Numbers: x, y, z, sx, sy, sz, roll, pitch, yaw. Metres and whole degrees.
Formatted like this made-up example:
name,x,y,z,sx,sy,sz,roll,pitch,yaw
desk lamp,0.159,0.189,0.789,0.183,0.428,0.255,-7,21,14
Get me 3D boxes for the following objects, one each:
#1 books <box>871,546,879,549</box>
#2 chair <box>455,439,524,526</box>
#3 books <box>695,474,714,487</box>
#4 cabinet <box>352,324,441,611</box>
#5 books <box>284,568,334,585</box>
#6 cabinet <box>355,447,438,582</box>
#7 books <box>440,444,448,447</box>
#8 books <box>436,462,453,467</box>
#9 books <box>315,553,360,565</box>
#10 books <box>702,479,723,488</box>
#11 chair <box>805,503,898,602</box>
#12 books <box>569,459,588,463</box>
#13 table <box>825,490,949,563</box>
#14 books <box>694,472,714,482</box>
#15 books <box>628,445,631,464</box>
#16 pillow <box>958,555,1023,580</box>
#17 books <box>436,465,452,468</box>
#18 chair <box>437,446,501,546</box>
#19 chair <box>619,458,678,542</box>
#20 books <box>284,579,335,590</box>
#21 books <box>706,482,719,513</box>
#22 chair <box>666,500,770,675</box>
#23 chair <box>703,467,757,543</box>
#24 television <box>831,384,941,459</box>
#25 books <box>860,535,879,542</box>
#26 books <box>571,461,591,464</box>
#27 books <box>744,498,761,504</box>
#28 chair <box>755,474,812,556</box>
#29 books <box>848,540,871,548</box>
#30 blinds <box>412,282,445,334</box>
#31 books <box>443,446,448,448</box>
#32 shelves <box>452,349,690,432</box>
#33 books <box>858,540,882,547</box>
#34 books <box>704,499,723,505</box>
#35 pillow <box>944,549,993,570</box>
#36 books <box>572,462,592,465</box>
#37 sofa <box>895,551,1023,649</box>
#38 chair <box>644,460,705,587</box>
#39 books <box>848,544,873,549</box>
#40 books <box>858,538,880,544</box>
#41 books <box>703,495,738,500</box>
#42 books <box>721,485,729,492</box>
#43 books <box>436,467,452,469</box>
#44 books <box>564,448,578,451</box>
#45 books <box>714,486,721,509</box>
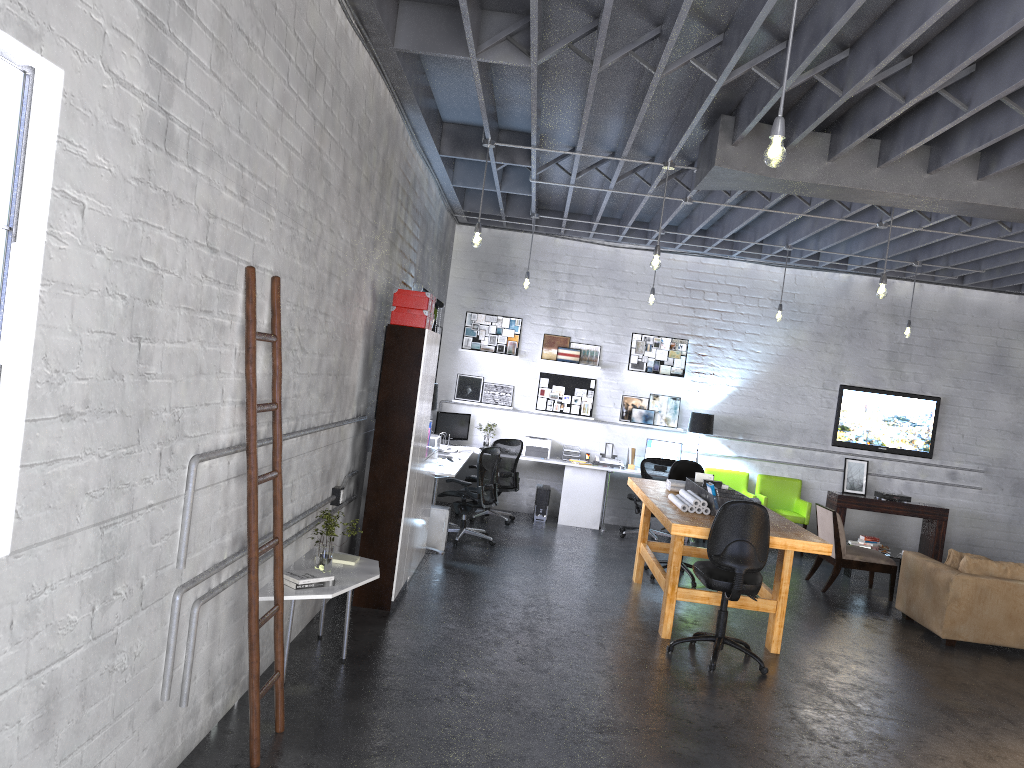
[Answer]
name,x,y,z,sx,sy,sz,roll,pitch,yaw
books,4.246,1.930,10.612,0.223,0.032,0.161,7,1,-19
chair,-0.262,1.141,10.797,0.752,1.032,0.732,8,1,25
books,1.723,0.918,7.954,0.158,0.200,0.082,7,2,1
cabinet,-0.865,0.600,6.792,0.291,2.048,0.873,7,2,1
books,-1.117,1.045,4.818,0.185,0.022,0.234,8,1,39
cabinet,-1.003,1.087,7.845,0.465,1.021,1.151,7,1,1
books,-0.926,0.727,10.661,0.297,0.006,0.210,7,1,2
books,-0.725,0.804,8.875,0.212,0.010,0.171,8,1,28
books,-1.074,1.075,5.467,0.248,0.021,0.176,7,1,1
books,1.663,0.909,7.417,0.158,0.214,0.063,7,2,1
chair,3.585,1.754,9.326,0.725,0.842,0.574,7,1,1
books,0.843,0.972,11.205,0.211,0.014,0.148,8,1,16
table,4.786,1.895,11.438,1.410,0.820,0.403,7,1,1
books,1.727,0.911,7.985,0.171,0.210,0.046,7,2,1
books,1.521,0.941,11.487,0.036,0.296,0.210,7,1,1
pillow,4.190,1.704,7.686,0.704,0.402,0.291,7,1,1
books,-0.731,0.814,8.871,0.209,0.012,0.158,8,1,24
chair,-0.471,1.132,9.345,0.752,1.032,0.732,8,1,5
chair,1.692,1.393,10.911,0.732,1.032,0.752,7,2,-30
books,-1.120,1.071,4.830,0.185,0.031,0.251,8,1,43
books,1.570,0.893,6.922,0.108,0.234,0.166,7,1,1
chair,1.491,1.358,6.242,0.659,1.165,0.686,7,1,-1
chair,2.760,1.582,11.420,0.611,0.921,0.516,7,1,1
television,4.878,0.492,11.563,1.324,0.817,0.021,7,2,1
books,4.272,1.847,10.601,0.185,0.041,0.128,7,1,-4
books,0.867,0.989,11.208,0.211,0.014,0.148,7,1,-24
books,2.048,1.030,7.780,0.244,0.067,0.298,8,1,11
chair,3.449,1.671,11.406,0.611,0.921,0.516,7,1,1
books,4.051,1.865,10.330,0.223,0.027,0.161,8,1,11
blinds,-0.982,-0.178,9.638,0.100,1.633,2.118,7,1,1
books,-0.926,0.738,10.656,0.297,0.006,0.210,7,1,3
shelves,0.764,0.077,11.589,3.023,0.694,0.199,7,2,1
books,4.276,1.906,10.606,0.161,0.026,0.223,7,1,-29
books,1.699,0.959,7.243,0.250,0.022,0.205,7,1,6
pillow,4.058,1.683,7.900,0.523,0.403,0.319,8,1,21
books,0.882,1.005,11.220,0.211,0.014,0.148,7,1,-34
sofa,4.807,2.037,7.923,2.330,0.629,1.104,7,1,1
chair,1.741,1.358,8.802,0.659,1.165,0.686,7,1,-1
books,4.054,1.902,10.309,0.174,0.045,0.240,7,1,-9
books,4.269,1.880,10.609,0.208,0.024,0.144,7,1,-14
books,1.692,0.933,7.238,0.232,0.027,0.184,7,1,-27
books,1.730,0.931,7.447,0.143,0.188,0.061,7,2,1
books,-0.729,0.827,8.869,0.213,0.012,0.158,8,1,26
books,0.776,0.855,11.535,0.134,0.008,0.203,7,1,-16
books,1.601,0.909,6.907,0.097,0.209,0.157,7,1,1
